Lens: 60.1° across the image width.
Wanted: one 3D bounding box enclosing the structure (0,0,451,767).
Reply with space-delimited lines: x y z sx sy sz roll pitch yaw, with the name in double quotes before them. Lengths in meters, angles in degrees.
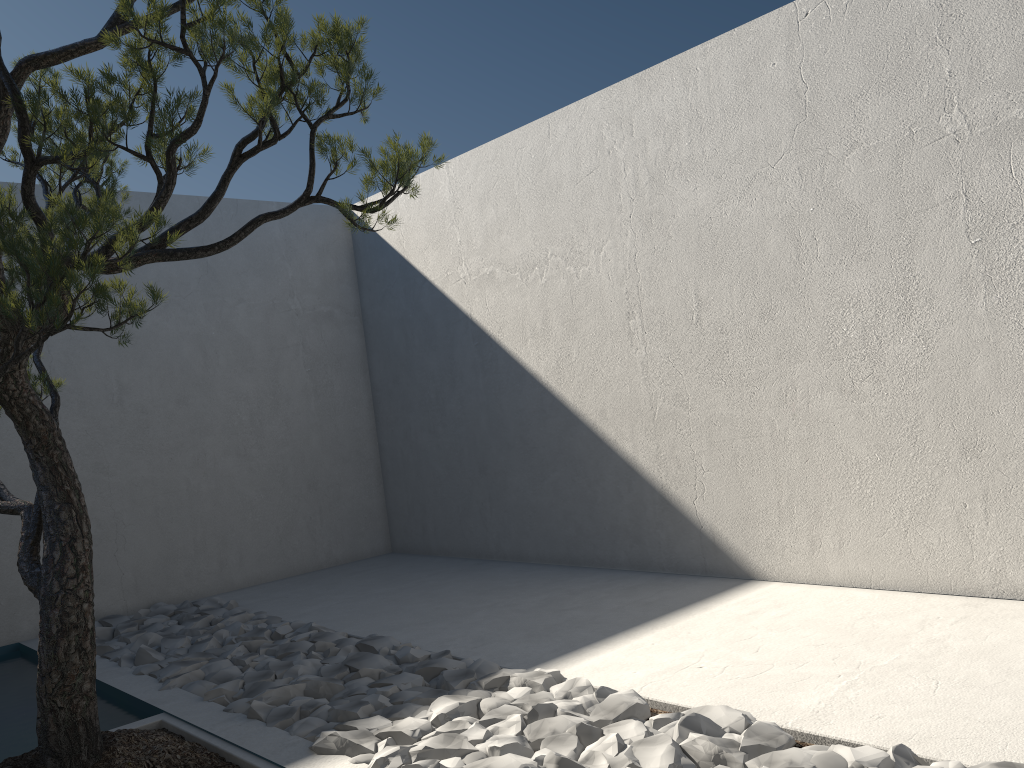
"structure" -1.667 -0.173 2.392 2.528 3.478 2.573 -6 2 41
